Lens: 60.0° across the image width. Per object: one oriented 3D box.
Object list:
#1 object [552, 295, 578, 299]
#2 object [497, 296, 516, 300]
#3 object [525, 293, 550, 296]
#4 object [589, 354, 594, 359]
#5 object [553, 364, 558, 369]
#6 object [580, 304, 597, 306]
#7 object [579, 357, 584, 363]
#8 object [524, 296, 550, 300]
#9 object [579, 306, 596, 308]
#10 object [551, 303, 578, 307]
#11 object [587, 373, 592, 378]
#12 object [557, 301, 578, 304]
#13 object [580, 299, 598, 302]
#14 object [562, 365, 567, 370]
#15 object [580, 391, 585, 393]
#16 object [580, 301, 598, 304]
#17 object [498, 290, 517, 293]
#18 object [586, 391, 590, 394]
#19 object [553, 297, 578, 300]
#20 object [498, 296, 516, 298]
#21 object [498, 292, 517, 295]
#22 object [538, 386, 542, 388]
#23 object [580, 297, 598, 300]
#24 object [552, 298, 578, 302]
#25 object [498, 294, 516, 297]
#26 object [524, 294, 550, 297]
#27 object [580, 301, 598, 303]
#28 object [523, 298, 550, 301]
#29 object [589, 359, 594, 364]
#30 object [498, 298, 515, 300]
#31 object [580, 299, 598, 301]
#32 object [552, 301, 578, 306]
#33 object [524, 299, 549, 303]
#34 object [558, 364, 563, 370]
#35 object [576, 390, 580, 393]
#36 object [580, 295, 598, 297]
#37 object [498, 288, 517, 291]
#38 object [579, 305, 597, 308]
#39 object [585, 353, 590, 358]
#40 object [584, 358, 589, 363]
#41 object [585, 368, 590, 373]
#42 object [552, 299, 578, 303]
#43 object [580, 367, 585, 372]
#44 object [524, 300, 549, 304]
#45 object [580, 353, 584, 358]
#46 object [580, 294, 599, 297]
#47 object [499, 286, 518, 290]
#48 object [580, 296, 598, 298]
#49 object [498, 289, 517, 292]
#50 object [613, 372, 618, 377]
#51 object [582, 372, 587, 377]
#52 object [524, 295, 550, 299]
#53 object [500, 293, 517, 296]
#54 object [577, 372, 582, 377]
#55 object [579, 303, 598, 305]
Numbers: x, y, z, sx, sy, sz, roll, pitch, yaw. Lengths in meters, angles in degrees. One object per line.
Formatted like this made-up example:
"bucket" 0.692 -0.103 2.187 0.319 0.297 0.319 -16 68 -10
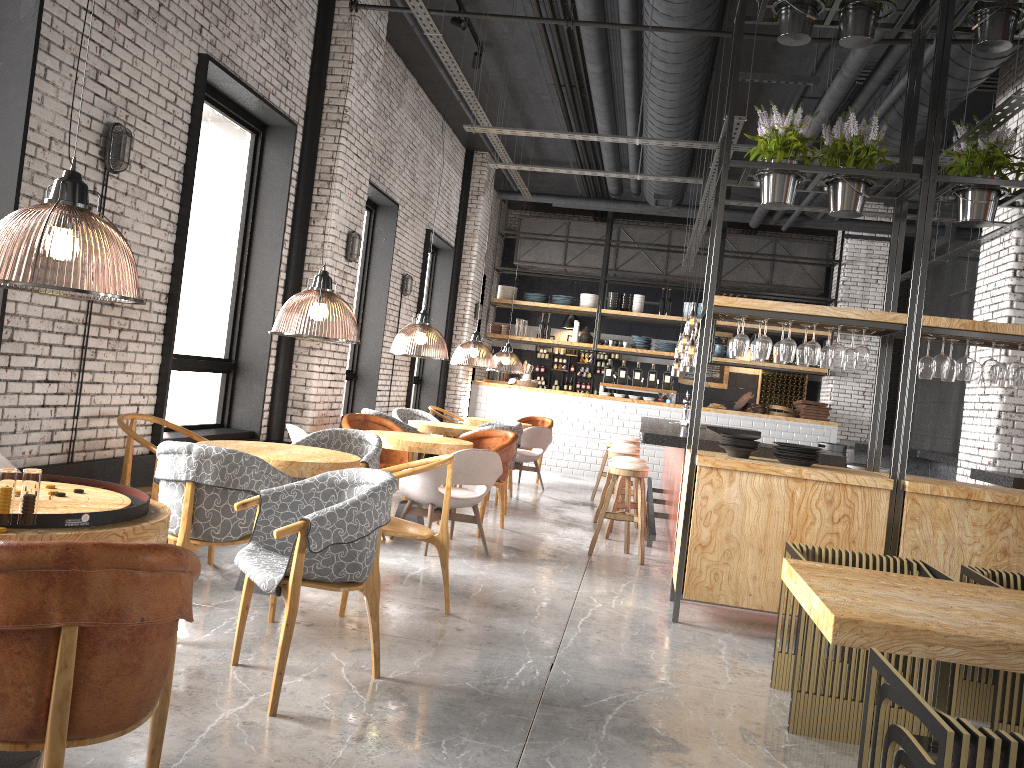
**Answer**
"object" 0.913 -1.479 15.218 0.454 0.039 0.453 7 0 28
"object" -0.092 -1.476 15.369 0.334 0.042 0.335 6 0 -43
"object" 0.433 -1.536 15.291 0.454 0.050 0.453 7 0 22
"object" 1.631 -0.571 18.093 0.092 0.108 0.105 6 -1 20
"object" 0.892 -0.365 18.194 0.092 0.112 0.100 7 -1 -5
"object" 1.316 -1.333 15.153 0.334 0.037 0.335 7 0 -25
"object" 1.429 -0.492 18.120 0.088 0.108 0.107 7 -1 -31
"object" 0.425 -1.464 15.291 0.454 0.038 0.454 7 0 -15
"object" 1.311 -1.294 15.153 0.334 0.033 0.335 6 0 -43
"object" 0.897 -1.338 15.216 0.454 0.033 0.453 7 0 17
"object" 1.584 -0.181 18.089 0.092 0.112 0.100 7 -1 -5
"object" 0.901 -1.386 15.217 0.453 0.042 0.454 6 0 -31
"object" 1.323 -1.406 15.155 0.335 0.039 0.334 7 0 16
"object" 1.086 -0.340 18.166 0.092 0.108 0.105 6 -1 20
"object" 1.439 0.186 18.095 0.092 0.108 0.105 6 -1 20
"object" 1.320 -1.371 15.155 0.334 0.039 0.335 7 0 -25
"object" -0.078 -1.587 15.370 0.335 0.038 0.334 7 0 29
"object" 1.544 0.198 18.078 0.088 0.108 0.107 7 -1 -31
"object" 0.911 -1.457 15.217 0.454 0.050 0.454 7 0 -16
"object" -0.090 -1.495 15.369 0.334 0.039 0.335 7 0 -4
"object" -0.083 -1.553 15.370 0.335 0.038 0.334 7 0 34
"object" 0.577 0.090 18.239 0.090 0.101 0.111 7 -1 -30
"object" 1.328 -1.445 15.156 0.334 0.041 0.335 7 0 -22
"object" 0.908 -1.432 15.218 0.453 0.037 0.454 6 0 -37
"object" -0.087 -1.514 15.370 0.334 0.044 0.335 7 0 -25
"object" 0.429 -1.512 15.292 0.454 0.048 0.454 7 0 6
"object" 1.322 -1.391 15.154 0.334 0.040 0.335 6 0 -37
"object" 0.421 -1.441 15.291 0.454 0.044 0.454 7 0 4
"object" 1.619 -0.471 18.092 0.092 0.108 0.105 6 -1 20
"object" -0.093 -1.455 15.368 0.334 0.033 0.335 6 0 -43
"object" 1.325 -1.426 15.155 0.334 0.043 0.335 7 0 -8
"object" 0.900 -1.363 15.217 0.453 0.045 0.454 7 0 -17
"object" 0.419 -1.418 15.290 0.454 0.043 0.454 7 0 11
"object" 0.996 -0.351 18.179 0.088 0.108 0.107 7 -1 -31
"object" 1.345 0.173 18.108 0.092 0.112 0.100 7 -1 -5
"object" 1.332 -1.484 15.156 0.334 0.039 0.335 7 0 -16
"object" -0.074 -1.626 15.371 0.334 0.040 0.334 7 0 -1
"object" 1.313 -1.314 15.154 0.334 0.046 0.334 7 0 -11
"object" 1.540 -0.582 18.106 0.088 0.108 0.107 7 -1 -31
"object" 1.525 -0.483 18.105 0.092 0.112 0.100 7 -1 -5
"object" 1.538 -0.282 18.110 0.090 0.101 0.111 7 0 -25
"object" 0.905 -1.409 15.217 0.454 0.038 0.454 7 0 10
"object" 1.440 -0.294 18.124 0.090 0.101 0.111 7 0 -25
"object" 0.417 -1.394 15.290 0.454 0.033 0.453 7 0 17
"object" 1.437 -0.596 18.121 0.092 0.112 0.100 7 -1 -5
"object" 1.335 -1.503 15.157 0.334 0.039 0.335 7 0 -18
"object" -0.071 -1.646 15.373 0.335 0.042 0.334 7 0 5
"object" 1.330 -1.465 15.157 0.334 0.044 0.335 7 0 -21
"object" -0.076 -1.606 15.371 0.334 0.035 0.335 7 0 -15
"object" 2.105 -0.200 18.008 0.088 0.108 0.107 7 -1 -31
"object" 1.484 -0.187 18.114 0.090 0.101 0.111 7 0 -25
"object" 0.427 -1.488 15.291 0.454 0.043 0.453 7 0 14
"object" -0.085 -1.534 15.369 0.334 0.042 0.335 6 0 -31
"object" 1.373 -0.205 18.121 0.118 0.111 0.085 7 -1 -23
"object" 1.317 -1.352 15.153 0.334 0.040 0.335 7 0 -28
